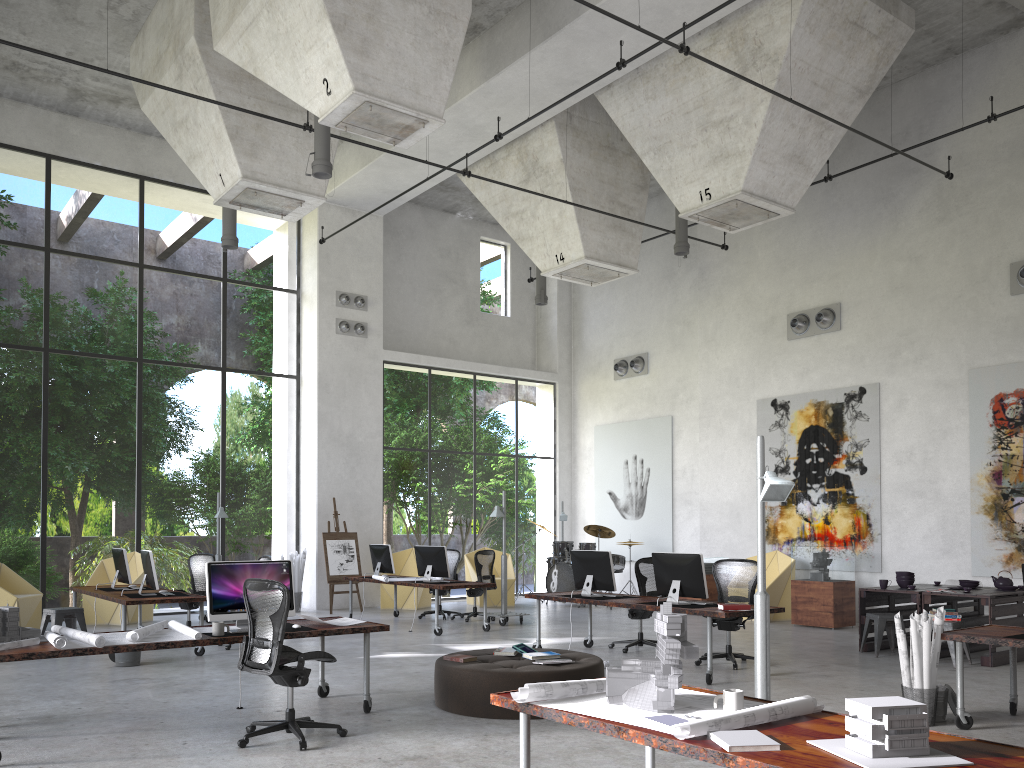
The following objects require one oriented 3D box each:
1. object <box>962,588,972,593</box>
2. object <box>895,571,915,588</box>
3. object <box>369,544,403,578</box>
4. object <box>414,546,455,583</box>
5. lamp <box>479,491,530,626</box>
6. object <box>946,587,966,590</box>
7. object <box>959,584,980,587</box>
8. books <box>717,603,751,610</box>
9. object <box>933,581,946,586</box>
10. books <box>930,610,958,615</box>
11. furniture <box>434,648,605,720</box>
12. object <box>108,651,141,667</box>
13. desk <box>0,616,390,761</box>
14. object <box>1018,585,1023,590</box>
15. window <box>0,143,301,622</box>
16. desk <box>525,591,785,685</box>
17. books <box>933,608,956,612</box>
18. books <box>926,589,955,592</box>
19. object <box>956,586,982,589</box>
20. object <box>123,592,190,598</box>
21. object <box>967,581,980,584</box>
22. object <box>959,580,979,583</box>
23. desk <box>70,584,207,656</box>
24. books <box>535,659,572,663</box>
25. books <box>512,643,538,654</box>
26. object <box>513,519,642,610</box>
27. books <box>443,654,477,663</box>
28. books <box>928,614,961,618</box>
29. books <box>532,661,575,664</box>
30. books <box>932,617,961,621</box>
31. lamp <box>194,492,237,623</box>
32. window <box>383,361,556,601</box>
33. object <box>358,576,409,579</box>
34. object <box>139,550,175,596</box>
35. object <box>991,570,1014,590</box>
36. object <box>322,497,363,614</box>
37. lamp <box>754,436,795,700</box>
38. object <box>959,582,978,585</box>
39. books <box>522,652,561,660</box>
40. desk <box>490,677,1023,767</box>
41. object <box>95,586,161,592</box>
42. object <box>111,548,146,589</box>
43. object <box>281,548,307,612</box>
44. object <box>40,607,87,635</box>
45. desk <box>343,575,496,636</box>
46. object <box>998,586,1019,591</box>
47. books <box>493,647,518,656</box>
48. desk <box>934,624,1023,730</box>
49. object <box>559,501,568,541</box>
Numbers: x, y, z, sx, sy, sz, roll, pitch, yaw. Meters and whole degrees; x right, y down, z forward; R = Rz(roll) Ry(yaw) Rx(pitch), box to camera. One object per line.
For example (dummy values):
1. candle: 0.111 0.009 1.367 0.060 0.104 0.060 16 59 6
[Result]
1. object: 5.255 2.383 10.153 0.138 0.056 0.117 -5 -9 28
2. object: 4.906 2.440 10.957 0.214 0.213 0.194 4 -6 -36
3. object: -2.109 2.958 14.684 0.378 0.549 0.720 3 -7 -35
4. object: -1.169 2.753 13.447 0.718 0.549 0.379 -6 -7 44
5. lamp: -0.128 2.793 14.160 0.597 2.141 0.581 1 -3 -37
6. object: 5.408 2.483 10.669 0.235 0.019 0.236 8 -12 -41
7. object: 5.634 2.487 10.822 0.229 0.047 0.232 -2 -9 12
8. books: 2.225 2.237 8.822 0.285 0.052 0.205 1 -9 -5
9. object: 5.523 2.586 11.387 0.138 0.056 0.117 3 -9 -21
10. books: 4.865 2.578 9.900 0.254 0.032 0.177 -2 -9 14
11. furniture: 0.066 2.634 7.801 1.513 0.425 1.521 6 -11 -35
12. object: -4.365 3.028 9.938 0.296 0.296 0.400 5 -8 -43
13. desk: -2.568 2.306 6.843 3.142 0.719 0.981 7 -9 -37
14. object: 6.127 2.447 10.550 0.116 0.056 0.139 -2 -8 13
15. window: -6.563 0.206 15.516 5.980 7.806 0.067 3 -3 -37
16. desk: 1.472 2.812 9.953 0.977 0.718 3.153 5 -10 -37
17. books: 4.869 2.550 9.898 0.204 0.025 0.145 -2 -9 9
18. books: 5.046 2.426 10.328 0.305 0.030 0.225 -4 -10 20
19. object: 5.637 2.508 10.823 0.296 0.024 0.298 -5 -11 30
20. object: -4.420 2.623 10.907 0.689 0.008 0.856 5 -11 -30
21. object: 5.637 2.459 10.825 0.229 0.062 0.230 8 -12 -41
22. object: 5.631 2.448 10.828 0.230 0.057 0.230 7 -11 -37
23. desk: -4.940 3.070 11.461 0.967 0.718 3.155 5 -10 -36
24. books: 0.353 2.363 7.499 0.301 0.039 0.222 0 -9 -2
25. books: 0.123 2.421 7.991 0.205 0.102 0.145 -6 -9 38
26. object: 1.439 3.635 18.034 2.983 1.732 1.893 -6 -8 37
27. books: -0.449 2.393 7.666 0.256 0.032 0.176 -9 -13 43
28. books: 4.869 2.610 9.895 0.284 0.033 0.200 1 -9 -6
29. books: 0.355 2.366 7.473 0.301 0.031 0.222 4 -10 -22
30. books: 4.869 2.644 9.894 0.284 0.034 0.200 -2 -9 9
31. lamp: -4.895 2.881 14.635 0.580 2.141 0.598 1 -3 -37
32. window: -0.804 2.185 18.943 4.577 4.865 0.020 4 -4 -37
33. object: -2.105 3.241 14.677 0.690 0.008 0.855 7 -11 -35
34. object: -4.424 2.341 10.914 0.378 0.549 0.720 2 -7 -30
35. object: 5.998 2.392 10.724 0.212 0.231 0.219 4 -7 -39
36. object: -3.199 3.165 16.295 0.695 2.132 0.687 2 -3 -36
37. lamp: 1.642 1.412 5.775 0.579 2.141 0.599 0 -2 -12
38. object: 5.636 2.472 10.821 0.230 0.062 0.230 8 -12 -41
39. books: 0.262 2.402 7.765 0.285 0.033 0.199 4 -10 -24
40. desk: 1.208 1.724 3.348 0.977 0.718 3.153 5 -10 -37
41. object: -5.262 2.807 12.019 0.690 0.008 0.855 7 -11 -35
42. object: -5.266 2.525 12.026 0.378 0.549 0.720 3 -7 -35
43. object: -4.040 3.644 16.280 0.441 1.203 0.414 -2 -3 31
44. object: -5.696 3.116 11.151 0.458 0.529 0.478 -4 -6 38
45. desk: -1.545 3.477 13.965 0.977 0.718 3.153 5 -10 -37
46. object: 5.919 2.435 10.465 0.230 0.047 0.231 -5 -10 30
47. books: -0.049 2.444 8.025 0.197 0.034 0.288 -2 -9 9
48. desk: 4.602 2.132 5.852 0.967 0.718 3.155 5 -10 -36
49. object: 1.124 3.683 19.544 0.579 2.141 0.599 0 -2 -2
